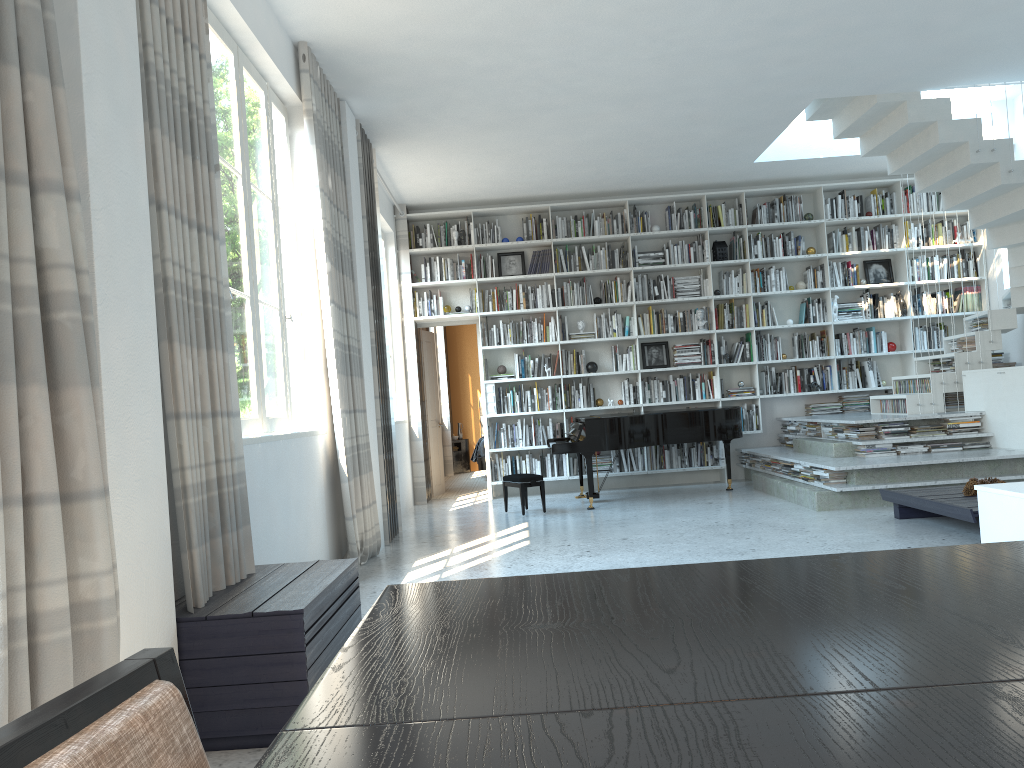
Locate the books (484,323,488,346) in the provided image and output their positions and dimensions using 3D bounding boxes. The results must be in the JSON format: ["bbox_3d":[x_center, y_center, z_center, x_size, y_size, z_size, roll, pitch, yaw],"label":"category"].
[{"bbox_3d":[-0.282,-0.530,9.712,0.027,0.266,0.176,-4,-1,0],"label":"books"}]

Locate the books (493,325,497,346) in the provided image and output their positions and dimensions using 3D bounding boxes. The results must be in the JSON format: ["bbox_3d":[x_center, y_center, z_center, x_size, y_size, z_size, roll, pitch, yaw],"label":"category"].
[{"bbox_3d":[-0.182,-0.522,9.716,0.022,0.235,0.177,-4,-1,0],"label":"books"}]

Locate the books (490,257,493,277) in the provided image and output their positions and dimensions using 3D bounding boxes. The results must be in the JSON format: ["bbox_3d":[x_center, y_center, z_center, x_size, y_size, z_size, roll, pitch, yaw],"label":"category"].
[{"bbox_3d":[-0.221,-1.263,9.730,0.011,0.250,0.168,-4,-1,0],"label":"books"}]

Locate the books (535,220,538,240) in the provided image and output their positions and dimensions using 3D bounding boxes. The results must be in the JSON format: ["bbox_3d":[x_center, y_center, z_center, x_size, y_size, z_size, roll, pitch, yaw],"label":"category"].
[{"bbox_3d":[0.268,-1.668,9.763,0.013,0.254,0.129,-4,-1,0],"label":"books"}]

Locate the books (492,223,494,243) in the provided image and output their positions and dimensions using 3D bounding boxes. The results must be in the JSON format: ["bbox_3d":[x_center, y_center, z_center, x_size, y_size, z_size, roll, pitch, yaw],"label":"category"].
[{"bbox_3d":[-0.206,-1.634,9.747,0.013,0.252,0.129,-4,-1,0],"label":"books"}]

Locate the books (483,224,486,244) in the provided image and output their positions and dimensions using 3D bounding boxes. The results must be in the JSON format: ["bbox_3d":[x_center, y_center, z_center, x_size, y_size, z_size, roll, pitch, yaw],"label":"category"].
[{"bbox_3d":[-0.297,-1.622,9.744,0.016,0.243,0.156,-4,-1,0],"label":"books"}]

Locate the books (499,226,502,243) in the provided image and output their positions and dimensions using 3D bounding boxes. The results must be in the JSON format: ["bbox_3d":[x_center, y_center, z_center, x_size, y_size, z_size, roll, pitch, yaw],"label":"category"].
[{"bbox_3d":[-0.123,-1.618,9.755,0.013,0.210,0.136,-4,-1,0],"label":"books"}]

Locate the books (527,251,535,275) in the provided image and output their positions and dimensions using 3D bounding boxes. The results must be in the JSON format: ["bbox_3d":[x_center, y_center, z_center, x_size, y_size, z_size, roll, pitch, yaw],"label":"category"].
[{"bbox_3d":[0.206,-1.306,9.740,0.110,0.279,0.174,-4,-1,0],"label":"books"}]

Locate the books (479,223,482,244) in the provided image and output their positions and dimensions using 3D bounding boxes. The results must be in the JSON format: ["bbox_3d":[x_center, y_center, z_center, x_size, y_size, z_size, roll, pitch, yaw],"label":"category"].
[{"bbox_3d":[-0.342,-1.622,9.742,0.012,0.249,0.180,-4,-1,0],"label":"books"}]

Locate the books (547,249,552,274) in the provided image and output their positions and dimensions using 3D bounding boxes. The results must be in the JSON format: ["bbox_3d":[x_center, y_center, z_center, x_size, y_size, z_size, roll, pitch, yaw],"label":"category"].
[{"bbox_3d":[0.404,-1.326,9.734,0.078,0.285,0.174,-4,-1,0],"label":"books"}]

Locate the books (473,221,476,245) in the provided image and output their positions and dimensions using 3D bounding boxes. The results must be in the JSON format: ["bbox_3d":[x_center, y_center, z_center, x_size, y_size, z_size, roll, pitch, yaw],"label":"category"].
[{"bbox_3d":[-0.408,-1.635,9.753,0.007,0.285,0.159,-4,-1,0],"label":"books"}]

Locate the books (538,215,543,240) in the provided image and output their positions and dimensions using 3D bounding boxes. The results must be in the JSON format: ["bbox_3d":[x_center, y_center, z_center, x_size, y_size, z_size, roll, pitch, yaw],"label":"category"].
[{"bbox_3d":[0.311,-1.693,9.728,0.025,0.297,0.163,-4,-1,0],"label":"books"}]

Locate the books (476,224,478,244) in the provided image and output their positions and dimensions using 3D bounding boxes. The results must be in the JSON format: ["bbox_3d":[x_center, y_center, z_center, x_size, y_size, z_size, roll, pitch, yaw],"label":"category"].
[{"bbox_3d":[-0.384,-1.624,9.750,0.007,0.259,0.156,-4,-1,0],"label":"books"}]

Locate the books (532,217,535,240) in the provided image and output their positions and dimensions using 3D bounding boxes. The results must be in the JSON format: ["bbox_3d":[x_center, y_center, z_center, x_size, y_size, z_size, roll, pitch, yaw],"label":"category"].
[{"bbox_3d":[0.233,-1.680,9.745,0.013,0.283,0.166,-4,-1,0],"label":"books"}]

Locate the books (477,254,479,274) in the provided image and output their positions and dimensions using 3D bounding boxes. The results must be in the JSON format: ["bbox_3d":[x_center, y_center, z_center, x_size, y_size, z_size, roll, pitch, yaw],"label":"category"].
[{"bbox_3d":[-0.367,-1.271,9.736,0.006,0.287,0.148,-4,-1,0],"label":"books"}]

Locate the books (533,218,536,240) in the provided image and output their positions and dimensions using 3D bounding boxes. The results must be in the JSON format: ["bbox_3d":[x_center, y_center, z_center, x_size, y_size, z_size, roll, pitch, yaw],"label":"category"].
[{"bbox_3d":[0.245,-1.671,9.733,0.010,0.263,0.156,-4,-1,0],"label":"books"}]

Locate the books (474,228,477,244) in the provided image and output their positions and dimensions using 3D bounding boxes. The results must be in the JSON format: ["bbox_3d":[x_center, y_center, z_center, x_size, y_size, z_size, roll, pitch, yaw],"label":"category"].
[{"bbox_3d":[-0.394,-1.596,9.744,0.017,0.204,0.142,-4,-1,0],"label":"books"}]

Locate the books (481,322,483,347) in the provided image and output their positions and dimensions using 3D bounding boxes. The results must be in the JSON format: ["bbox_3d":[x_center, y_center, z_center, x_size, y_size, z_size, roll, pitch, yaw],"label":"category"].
[{"bbox_3d":[-0.325,-0.536,9.738,0.012,0.285,0.159,-4,-1,0],"label":"books"}]

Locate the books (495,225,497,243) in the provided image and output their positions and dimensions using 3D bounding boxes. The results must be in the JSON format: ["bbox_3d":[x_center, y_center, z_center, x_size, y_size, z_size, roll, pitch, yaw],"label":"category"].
[{"bbox_3d":[-0.175,-1.617,9.731,0.021,0.213,0.173,-4,-1,0],"label":"books"}]

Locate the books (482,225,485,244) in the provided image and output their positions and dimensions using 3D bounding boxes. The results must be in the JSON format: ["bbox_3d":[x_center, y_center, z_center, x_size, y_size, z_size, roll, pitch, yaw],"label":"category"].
[{"bbox_3d":[-0.311,-1.612,9.739,0.013,0.225,0.177,-4,-1,0],"label":"books"}]

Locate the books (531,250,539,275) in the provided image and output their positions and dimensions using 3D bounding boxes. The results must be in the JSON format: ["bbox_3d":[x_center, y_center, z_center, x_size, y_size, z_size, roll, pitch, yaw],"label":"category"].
[{"bbox_3d":[0.251,-1.309,9.730,0.110,0.279,0.174,-4,-1,0],"label":"books"}]

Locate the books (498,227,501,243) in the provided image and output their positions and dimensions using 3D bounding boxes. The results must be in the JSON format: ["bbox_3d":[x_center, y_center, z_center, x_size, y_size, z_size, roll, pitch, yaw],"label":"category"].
[{"bbox_3d":[-0.136,-1.613,9.745,0.014,0.202,0.170,-4,-1,0],"label":"books"}]

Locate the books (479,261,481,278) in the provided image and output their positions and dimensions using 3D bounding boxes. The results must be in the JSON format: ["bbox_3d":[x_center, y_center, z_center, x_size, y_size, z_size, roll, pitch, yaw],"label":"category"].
[{"bbox_3d":[-0.353,-1.231,9.739,0.015,0.207,0.172,-4,-1,0],"label":"books"}]

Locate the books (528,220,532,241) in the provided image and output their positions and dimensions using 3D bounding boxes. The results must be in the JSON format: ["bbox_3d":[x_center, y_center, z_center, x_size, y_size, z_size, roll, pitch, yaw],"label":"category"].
[{"bbox_3d":[0.200,-1.661,9.734,0.028,0.249,0.155,-4,-1,0],"label":"books"}]

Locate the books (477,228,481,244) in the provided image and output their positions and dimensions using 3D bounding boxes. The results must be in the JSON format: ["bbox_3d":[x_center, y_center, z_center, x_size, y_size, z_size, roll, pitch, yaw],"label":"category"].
[{"bbox_3d":[-0.362,-1.601,9.749,0.032,0.210,0.158,-4,-1,0],"label":"books"}]

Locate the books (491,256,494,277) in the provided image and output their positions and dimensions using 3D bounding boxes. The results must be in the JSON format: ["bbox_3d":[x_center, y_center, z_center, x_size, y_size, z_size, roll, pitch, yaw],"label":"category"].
[{"bbox_3d":[-0.210,-1.267,9.729,0.012,0.254,0.166,-4,-1,0],"label":"books"}]

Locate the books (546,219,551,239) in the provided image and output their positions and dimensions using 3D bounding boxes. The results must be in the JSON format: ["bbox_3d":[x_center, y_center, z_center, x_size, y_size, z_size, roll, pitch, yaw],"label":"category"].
[{"bbox_3d":[0.399,-1.676,9.752,0.039,0.252,0.146,-4,-1,0],"label":"books"}]

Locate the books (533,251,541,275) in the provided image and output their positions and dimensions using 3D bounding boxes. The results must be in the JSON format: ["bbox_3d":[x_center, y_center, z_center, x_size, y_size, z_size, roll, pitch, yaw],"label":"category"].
[{"bbox_3d":[0.274,-1.310,9.748,0.110,0.279,0.174,-4,-1,0],"label":"books"}]

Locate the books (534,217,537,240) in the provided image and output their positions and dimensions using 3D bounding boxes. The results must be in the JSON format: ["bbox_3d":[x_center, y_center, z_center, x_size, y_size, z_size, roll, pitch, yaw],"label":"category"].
[{"bbox_3d":[0.255,-1.677,9.734,0.011,0.274,0.183,-4,-1,0],"label":"books"}]

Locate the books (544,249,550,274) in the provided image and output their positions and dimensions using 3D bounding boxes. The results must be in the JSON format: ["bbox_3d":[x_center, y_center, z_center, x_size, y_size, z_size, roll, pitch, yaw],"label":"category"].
[{"bbox_3d":[0.382,-1.324,9.748,0.078,0.285,0.174,-4,-1,0],"label":"books"}]

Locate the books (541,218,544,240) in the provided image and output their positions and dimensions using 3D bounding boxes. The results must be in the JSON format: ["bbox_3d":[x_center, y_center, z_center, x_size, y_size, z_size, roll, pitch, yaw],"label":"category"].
[{"bbox_3d":[0.336,-1.676,9.751,0.022,0.260,0.152,-4,-1,0],"label":"books"}]

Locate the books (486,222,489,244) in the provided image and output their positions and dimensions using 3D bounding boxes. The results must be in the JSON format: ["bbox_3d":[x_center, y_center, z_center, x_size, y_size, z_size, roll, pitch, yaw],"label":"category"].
[{"bbox_3d":[-0.269,-1.633,9.740,0.016,0.261,0.154,-4,-1,0],"label":"books"}]

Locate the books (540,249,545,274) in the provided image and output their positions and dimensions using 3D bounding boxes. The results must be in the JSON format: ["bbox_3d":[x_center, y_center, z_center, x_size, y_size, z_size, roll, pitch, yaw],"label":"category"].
[{"bbox_3d":[0.336,-1.320,9.748,0.078,0.285,0.174,-4,-1,0],"label":"books"}]

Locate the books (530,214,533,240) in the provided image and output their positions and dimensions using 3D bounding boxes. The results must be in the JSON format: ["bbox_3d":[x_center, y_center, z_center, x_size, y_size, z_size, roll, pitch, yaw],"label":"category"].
[{"bbox_3d":[0.218,-1.697,9.761,0.014,0.320,0.136,-4,-1,0],"label":"books"}]

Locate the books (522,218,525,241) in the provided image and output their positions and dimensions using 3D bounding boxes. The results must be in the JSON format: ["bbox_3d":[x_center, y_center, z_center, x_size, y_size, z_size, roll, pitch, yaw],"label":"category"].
[{"bbox_3d":[0.126,-1.670,9.753,0.013,0.278,0.151,-4,-1,0],"label":"books"}]

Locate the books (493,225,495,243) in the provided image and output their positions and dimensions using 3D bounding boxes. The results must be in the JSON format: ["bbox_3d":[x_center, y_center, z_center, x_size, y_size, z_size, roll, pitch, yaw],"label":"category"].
[{"bbox_3d":[-0.192,-1.618,9.738,0.013,0.219,0.181,-4,-1,0],"label":"books"}]

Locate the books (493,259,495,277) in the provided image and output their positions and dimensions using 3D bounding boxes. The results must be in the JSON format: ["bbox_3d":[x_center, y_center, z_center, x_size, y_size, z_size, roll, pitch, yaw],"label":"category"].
[{"bbox_3d":[-0.196,-1.247,9.721,0.012,0.214,0.185,-4,-1,0],"label":"books"}]

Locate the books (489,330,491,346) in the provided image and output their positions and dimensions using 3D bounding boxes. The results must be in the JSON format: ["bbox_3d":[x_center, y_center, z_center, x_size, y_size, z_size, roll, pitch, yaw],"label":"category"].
[{"bbox_3d":[-0.236,-0.492,9.714,0.037,0.182,0.189,-4,-1,0],"label":"books"}]

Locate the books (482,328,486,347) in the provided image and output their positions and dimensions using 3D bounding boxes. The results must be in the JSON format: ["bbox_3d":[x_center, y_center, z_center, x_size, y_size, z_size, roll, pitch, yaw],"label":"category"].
[{"bbox_3d":[-0.304,-0.500,9.728,0.026,0.209,0.155,-4,-1,0],"label":"books"}]

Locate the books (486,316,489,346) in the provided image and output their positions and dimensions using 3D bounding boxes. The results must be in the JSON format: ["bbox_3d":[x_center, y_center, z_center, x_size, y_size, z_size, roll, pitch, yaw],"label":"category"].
[{"bbox_3d":[-0.266,-0.566,9.709,0.012,0.333,0.184,-4,-1,0],"label":"books"}]

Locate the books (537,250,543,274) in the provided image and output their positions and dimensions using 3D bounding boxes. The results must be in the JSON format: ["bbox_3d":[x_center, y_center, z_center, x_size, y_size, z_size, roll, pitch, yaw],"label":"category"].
[{"bbox_3d":[0.303,-1.316,9.728,0.097,0.282,0.174,-4,-1,0],"label":"books"}]

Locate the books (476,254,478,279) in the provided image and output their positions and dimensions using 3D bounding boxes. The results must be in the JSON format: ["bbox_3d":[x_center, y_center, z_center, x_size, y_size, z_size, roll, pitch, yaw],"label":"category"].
[{"bbox_3d":[-0.381,-1.274,9.726,0.005,0.292,0.184,-4,-1,0],"label":"books"}]

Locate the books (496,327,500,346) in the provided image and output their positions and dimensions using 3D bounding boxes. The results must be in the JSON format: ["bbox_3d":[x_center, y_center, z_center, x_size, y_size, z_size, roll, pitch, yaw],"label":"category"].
[{"bbox_3d":[-0.156,-0.508,9.706,0.028,0.203,0.188,-4,-1,0],"label":"books"}]

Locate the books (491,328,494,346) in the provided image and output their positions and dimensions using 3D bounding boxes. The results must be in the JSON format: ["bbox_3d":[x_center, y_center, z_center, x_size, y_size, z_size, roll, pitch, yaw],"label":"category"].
[{"bbox_3d":[-0.213,-0.506,9.733,0.042,0.208,0.143,-4,-1,0],"label":"books"}]

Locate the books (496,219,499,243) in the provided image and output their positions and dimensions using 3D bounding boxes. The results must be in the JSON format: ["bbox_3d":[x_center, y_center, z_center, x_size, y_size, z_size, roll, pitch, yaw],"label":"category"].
[{"bbox_3d":[-0.153,-1.657,9.763,0.015,0.293,0.131,-4,-1,0],"label":"books"}]

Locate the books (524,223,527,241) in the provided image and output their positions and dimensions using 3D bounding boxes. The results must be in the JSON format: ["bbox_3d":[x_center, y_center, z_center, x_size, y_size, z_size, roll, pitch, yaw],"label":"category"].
[{"bbox_3d":[0.149,-1.642,9.740,0.028,0.218,0.153,-4,-1,0],"label":"books"}]

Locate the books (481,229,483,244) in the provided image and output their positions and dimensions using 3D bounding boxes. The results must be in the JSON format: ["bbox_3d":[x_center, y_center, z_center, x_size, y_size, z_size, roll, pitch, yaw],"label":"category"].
[{"bbox_3d":[-0.325,-1.595,9.755,0.017,0.194,0.129,-4,-1,0],"label":"books"}]

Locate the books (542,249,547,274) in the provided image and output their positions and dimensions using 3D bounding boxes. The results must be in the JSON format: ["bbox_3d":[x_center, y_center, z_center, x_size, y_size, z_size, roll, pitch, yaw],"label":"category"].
[{"bbox_3d":[0.359,-1.322,9.752,0.078,0.285,0.174,-4,-1,0],"label":"books"}]

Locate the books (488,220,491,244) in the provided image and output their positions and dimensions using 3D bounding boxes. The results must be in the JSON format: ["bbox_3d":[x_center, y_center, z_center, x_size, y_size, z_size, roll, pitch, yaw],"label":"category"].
[{"bbox_3d":[-0.247,-1.645,9.724,0.015,0.279,0.190,-4,-1,0],"label":"books"}]

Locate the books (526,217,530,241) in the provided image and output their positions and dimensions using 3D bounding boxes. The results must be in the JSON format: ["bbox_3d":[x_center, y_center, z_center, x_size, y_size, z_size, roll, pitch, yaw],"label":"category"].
[{"bbox_3d":[0.172,-1.674,9.735,0.024,0.279,0.188,-4,-1,0],"label":"books"}]

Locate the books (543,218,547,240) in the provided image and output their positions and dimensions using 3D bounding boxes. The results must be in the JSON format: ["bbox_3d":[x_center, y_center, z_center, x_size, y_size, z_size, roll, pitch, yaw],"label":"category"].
[{"bbox_3d":[0.363,-1.675,9.738,0.031,0.254,0.178,-4,-1,0],"label":"books"}]

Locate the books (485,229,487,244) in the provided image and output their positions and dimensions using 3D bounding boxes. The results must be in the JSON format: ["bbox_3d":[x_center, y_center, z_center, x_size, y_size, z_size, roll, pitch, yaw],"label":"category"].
[{"bbox_3d":[-0.281,-1.598,9.753,0.014,0.192,0.146,-4,-1,0],"label":"books"}]

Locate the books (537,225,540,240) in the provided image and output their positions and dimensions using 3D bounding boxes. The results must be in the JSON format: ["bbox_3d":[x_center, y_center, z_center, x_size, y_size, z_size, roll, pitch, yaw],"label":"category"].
[{"bbox_3d":[0.289,-1.638,9.738,0.027,0.190,0.177,-4,-1,0],"label":"books"}]

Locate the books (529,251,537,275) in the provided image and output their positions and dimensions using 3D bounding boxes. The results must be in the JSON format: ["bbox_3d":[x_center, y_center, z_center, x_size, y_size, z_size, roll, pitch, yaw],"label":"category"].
[{"bbox_3d":[0.228,-1.307,9.748,0.110,0.279,0.174,-4,-1,0],"label":"books"}]

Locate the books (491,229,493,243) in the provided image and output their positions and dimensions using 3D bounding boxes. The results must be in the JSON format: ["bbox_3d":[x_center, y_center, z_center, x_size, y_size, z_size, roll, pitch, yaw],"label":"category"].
[{"bbox_3d":[-0.223,-1.597,9.741,0.026,0.182,0.161,-4,-1,0],"label":"books"}]

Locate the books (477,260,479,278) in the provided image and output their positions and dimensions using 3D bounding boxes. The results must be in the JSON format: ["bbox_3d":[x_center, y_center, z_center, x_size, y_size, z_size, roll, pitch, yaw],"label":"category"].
[{"bbox_3d":[-0.372,-1.243,9.759,0.006,0.233,0.136,-4,-1,0],"label":"books"}]

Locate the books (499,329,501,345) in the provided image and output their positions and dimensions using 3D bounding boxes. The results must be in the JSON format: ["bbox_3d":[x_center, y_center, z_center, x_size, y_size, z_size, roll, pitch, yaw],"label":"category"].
[{"bbox_3d":[-0.131,-0.501,9.750,0.021,0.187,0.129,-4,-1,0],"label":"books"}]

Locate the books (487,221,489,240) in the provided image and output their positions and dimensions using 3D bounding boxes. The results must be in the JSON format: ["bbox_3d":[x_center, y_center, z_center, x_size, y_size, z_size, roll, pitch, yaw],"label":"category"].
[{"bbox_3d":[-0.257,-1.640,9.739,0.007,0.272,0.154,-4,-1,0],"label":"books"}]

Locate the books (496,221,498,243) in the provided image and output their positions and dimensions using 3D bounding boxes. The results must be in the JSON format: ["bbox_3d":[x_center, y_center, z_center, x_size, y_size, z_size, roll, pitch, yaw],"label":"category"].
[{"bbox_3d":[-0.164,-1.661,9.751,0.007,0.301,0.145,-4,-1,0],"label":"books"}]
